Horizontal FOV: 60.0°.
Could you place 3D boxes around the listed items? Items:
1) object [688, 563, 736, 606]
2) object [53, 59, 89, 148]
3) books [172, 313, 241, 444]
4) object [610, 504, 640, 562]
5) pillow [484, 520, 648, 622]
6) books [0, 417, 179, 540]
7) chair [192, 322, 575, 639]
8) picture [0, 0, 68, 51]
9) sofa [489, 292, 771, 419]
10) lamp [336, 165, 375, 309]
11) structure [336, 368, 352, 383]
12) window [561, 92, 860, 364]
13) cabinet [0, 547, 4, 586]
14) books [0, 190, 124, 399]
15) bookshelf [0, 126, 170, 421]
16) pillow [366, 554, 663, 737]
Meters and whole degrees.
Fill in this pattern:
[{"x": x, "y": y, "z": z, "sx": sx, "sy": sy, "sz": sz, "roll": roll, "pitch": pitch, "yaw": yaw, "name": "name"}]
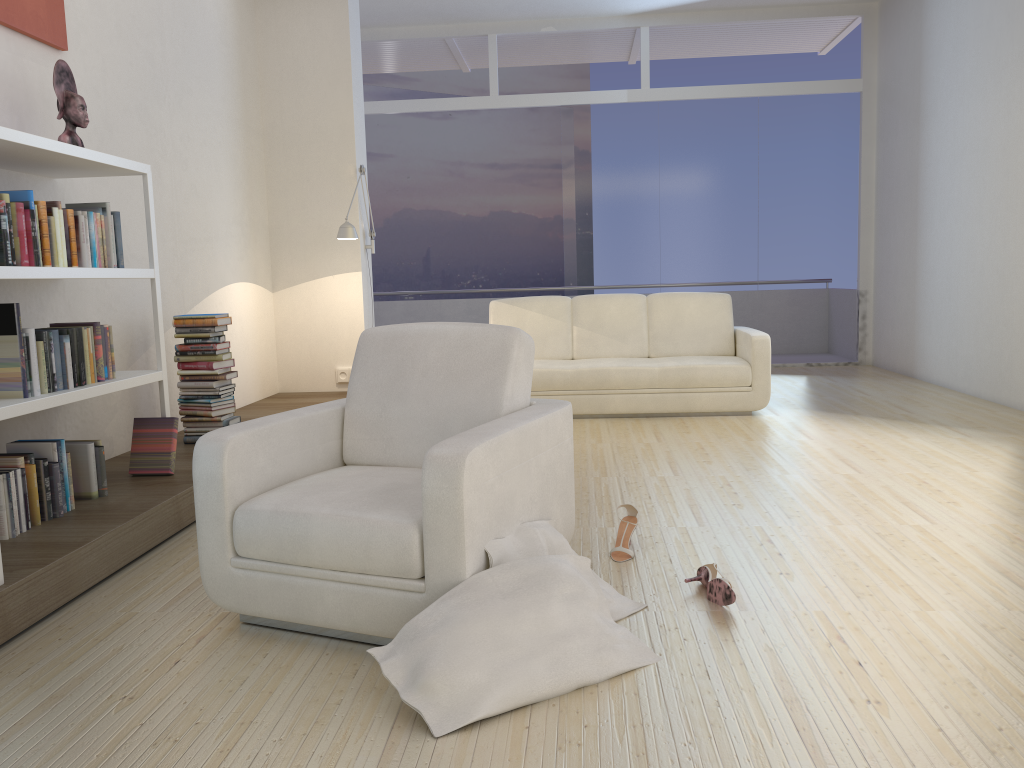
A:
[{"x": 0.612, "y": 0.622, "z": 2.773, "sx": 0.121, "sy": 0.091, "sz": 0.287, "roll": -1, "pitch": 7, "yaw": 3, "name": "object"}, {"x": -1.869, "y": -1.156, "z": 3.741, "sx": 0.133, "sy": 0.409, "sz": 0.138, "roll": -7, "pitch": 9, "yaw": -39, "name": "object"}, {"x": -1.662, "y": -0.034, "z": 4.867, "sx": 0.329, "sy": 0.694, "sz": 0.270, "roll": -1, "pitch": 7, "yaw": 4, "name": "books"}, {"x": 0.411, "y": 0.536, "z": 3.235, "sx": 0.089, "sy": 0.149, "sz": 0.265, "roll": 0, "pitch": 7, "yaw": 17, "name": "object"}, {"x": 0.118, "y": 0.560, "z": 2.502, "sx": 0.312, "sy": 0.315, "sz": 0.615, "roll": 2, "pitch": 8, "yaw": 31, "name": "pillow"}, {"x": -1.759, "y": 0.333, "z": 3.577, "sx": 0.274, "sy": 0.281, "sz": 1.125, "roll": 0, "pitch": 7, "yaw": 11, "name": "books"}, {"x": -0.353, "y": 0.229, "z": 2.861, "sx": 0.919, "sy": 0.828, "sz": 0.941, "roll": 1, "pitch": 7, "yaw": 24, "name": "chair"}, {"x": -2.199, "y": -1.741, "z": 2.461, "sx": 0.030, "sy": 0.794, "sz": 3.227, "roll": -1, "pitch": 7, "yaw": 4, "name": "picture"}, {"x": 0.743, "y": -0.237, "z": 6.639, "sx": 2.166, "sy": 0.862, "sz": 0.941, "roll": -1, "pitch": 7, "yaw": 4, "name": "sofa"}, {"x": -1.162, "y": -0.712, "z": 6.599, "sx": 0.204, "sy": 1.841, "sz": 0.891, "roll": -2, "pitch": 7, "yaw": 0, "name": "lamp"}, {"x": -1.268, "y": -0.068, "z": 6.909, "sx": 0.206, "sy": 0.114, "sz": 0.028, "roll": -1, "pitch": 7, "yaw": 4, "name": "structure"}, {"x": 2.028, "y": -1.543, "z": 9.134, "sx": 2.988, "sy": 2.706, "sz": 0.012, "roll": -1, "pitch": 7, "yaw": 4, "name": "window"}, {"x": -1.905, "y": -0.002, "z": 1.701, "sx": 0.689, "sy": 1.396, "sz": 1.670, "roll": -1, "pitch": 7, "yaw": 4, "name": "cabinet"}, {"x": -1.800, "y": -0.358, "z": 3.467, "sx": 0.215, "sy": 0.743, "sz": 0.831, "roll": -1, "pitch": 7, "yaw": 4, "name": "books"}, {"x": -1.897, "y": -0.194, "z": 3.310, "sx": 0.465, "sy": 1.396, "sz": 1.599, "roll": -1, "pitch": 7, "yaw": 4, "name": "bookshelf"}, {"x": 0.019, "y": 0.629, "z": 2.235, "sx": 0.712, "sy": 0.287, "sz": 0.299, "roll": -6, "pitch": 8, "yaw": -33, "name": "pillow"}]
